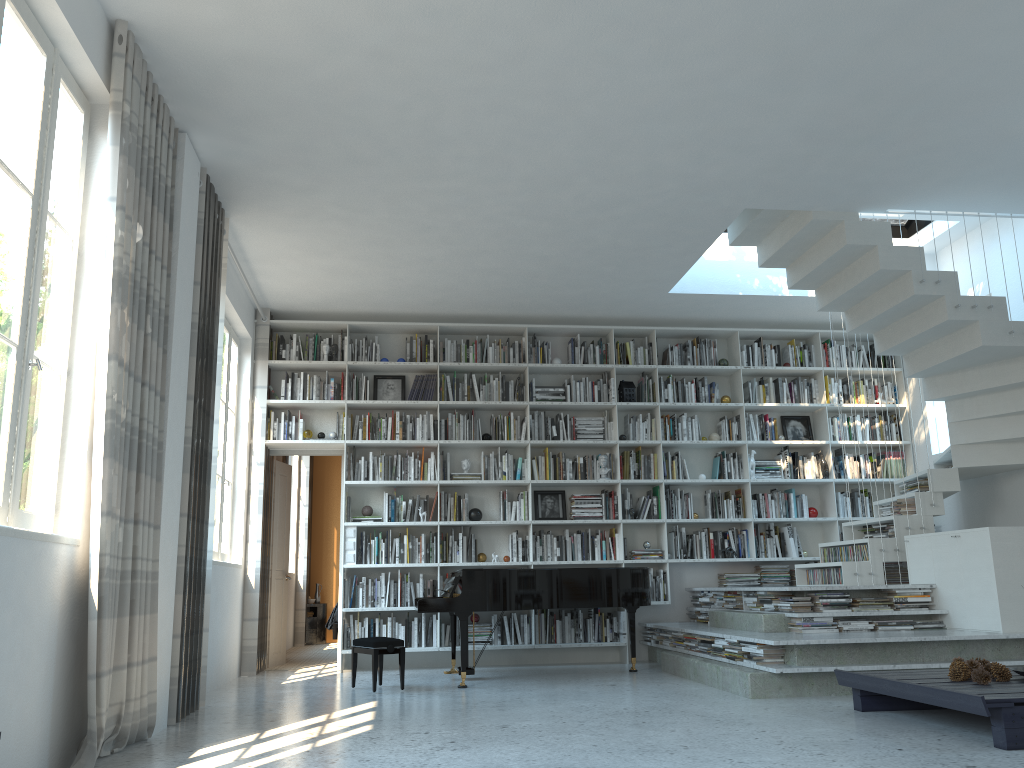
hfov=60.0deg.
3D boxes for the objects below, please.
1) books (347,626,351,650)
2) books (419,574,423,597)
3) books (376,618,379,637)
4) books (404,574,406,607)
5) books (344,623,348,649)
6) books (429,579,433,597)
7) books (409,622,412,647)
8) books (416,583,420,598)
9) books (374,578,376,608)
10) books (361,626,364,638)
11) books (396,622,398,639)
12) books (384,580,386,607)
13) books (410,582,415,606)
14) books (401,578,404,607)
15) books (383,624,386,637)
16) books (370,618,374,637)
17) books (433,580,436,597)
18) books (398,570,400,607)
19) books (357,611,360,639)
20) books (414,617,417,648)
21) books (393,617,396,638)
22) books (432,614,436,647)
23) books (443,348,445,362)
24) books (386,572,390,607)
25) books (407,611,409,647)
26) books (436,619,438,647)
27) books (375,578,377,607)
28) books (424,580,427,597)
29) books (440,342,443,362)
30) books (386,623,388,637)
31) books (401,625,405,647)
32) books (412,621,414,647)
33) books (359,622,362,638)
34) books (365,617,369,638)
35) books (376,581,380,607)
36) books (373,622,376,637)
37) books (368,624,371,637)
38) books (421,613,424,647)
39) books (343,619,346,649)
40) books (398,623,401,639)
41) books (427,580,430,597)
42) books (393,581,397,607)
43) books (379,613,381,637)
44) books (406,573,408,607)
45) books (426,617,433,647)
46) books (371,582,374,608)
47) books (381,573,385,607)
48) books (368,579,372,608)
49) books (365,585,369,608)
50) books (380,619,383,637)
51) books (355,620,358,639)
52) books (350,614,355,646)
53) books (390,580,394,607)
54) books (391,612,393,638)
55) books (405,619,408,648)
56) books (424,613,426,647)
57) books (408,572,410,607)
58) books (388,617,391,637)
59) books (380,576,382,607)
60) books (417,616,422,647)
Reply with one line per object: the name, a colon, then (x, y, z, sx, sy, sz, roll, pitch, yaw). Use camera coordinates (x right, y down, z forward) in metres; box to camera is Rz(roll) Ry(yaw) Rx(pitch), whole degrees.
books: (-1.437, 2.236, 7.815, 0.029, 0.190, 0.177, 0, -13, -7)
books: (-0.822, 1.859, 8.005, 0.025, 0.287, 0.131, 0, -12, -7)
books: (-1.196, 2.211, 7.875, 0.027, 0.256, 0.160, 0, -13, -7)
books: (-0.963, 1.861, 7.991, 0.013, 0.283, 0.139, 0, -13, -7)
books: (-1.466, 2.229, 7.840, 0.023, 0.215, 0.159, 0, -13, -7)
books: (-0.732, 1.886, 8.012, 0.026, 0.235, 0.141, 0, -13, -7)
books: (-0.908, 2.236, 7.914, 0.024, 0.213, 0.137, 0, -13, -7)
books: (-0.849, 1.902, 8.001, 0.030, 0.202, 0.142, 0, -13, -7)
books: (-1.225, 1.865, 7.928, 0.013, 0.256, 0.190, 0, -13, -7)
books: (-1.321, 2.244, 7.850, 0.022, 0.185, 0.145, 0, -13, -7)
books: (-1.022, 2.228, 7.878, 0.021, 0.217, 0.191, 0, -13, -7)
books: (-1.138, 1.883, 7.959, 0.012, 0.232, 0.149, 0, -13, -7)
books: (-0.890, 1.891, 7.979, 0.059, 0.215, 0.177, 0, -13, -7)
books: (-0.984, 1.874, 7.983, 0.029, 0.254, 0.153, 0, -13, -7)
books: (-1.130, 2.234, 7.859, 0.030, 0.201, 0.168, 0, -13, -7)
books: (-1.243, 2.214, 7.873, 0.022, 0.251, 0.140, 0, -13, -7)
books: (-0.703, 1.887, 8.007, 0.030, 0.230, 0.151, 0, -13, -7)
books: (-1.014, 1.834, 7.961, 0.014, 0.324, 0.171, 0, -13, -7)
books: (-1.360, 2.178, 7.857, 0.011, 0.318, 0.158, 0, -13, -7)
books: (-0.859, 2.213, 7.910, 0.027, 0.255, 0.179, 0, -13, -7)
books: (-1.046, 2.204, 7.881, 0.025, 0.265, 0.160, 0, -13, -7)
books: (-0.697, 2.208, 7.948, 0.027, 0.275, 0.144, 0, -13, -7)
books: (-0.654, -0.240, 8.489, 0.024, 0.182, 0.133, 0, -13, -7)
books: (-1.111, 1.842, 7.950, 0.039, 0.306, 0.172, 0, -13, -7)
books: (-0.927, 2.189, 7.923, 0.013, 0.309, 0.131, 0, -12, -7)
books: (-0.670, 2.219, 7.905, 0.017, 0.232, 0.213, 0, -13, -7)
books: (-1.213, 1.866, 7.924, 0.010, 0.252, 0.178, 0, -13, -7)
books: (-0.784, 1.891, 8.011, 0.030, 0.226, 0.140, 0, -13, -7)
books: (-0.678, -0.270, 8.476, 0.029, 0.237, 0.156, 0, -13, -7)
books: (-1.112, 2.236, 7.892, 0.014, 0.210, 0.146, 0, -13, -7)
books: (-0.967, 2.241, 7.874, 0.031, 0.187, 0.190, 0, -13, -7)
books: (-0.884, 2.228, 7.906, 0.022, 0.224, 0.141, 0, -13, -7)
books: (-1.342, 2.222, 7.844, 0.022, 0.225, 0.155, 0, -13, -7)
books: (-1.285, 2.202, 7.850, 0.023, 0.265, 0.177, 0, -13, -7)
books: (-1.196, 1.881, 7.937, 0.028, 0.228, 0.158, 0, -13, -7)
books: (-1.220, 2.227, 7.862, 0.022, 0.220, 0.163, 0, -13, -7)
books: (-1.264, 2.235, 7.862, 0.022, 0.205, 0.159, 0, -13, -7)
books: (-0.795, 2.192, 7.916, 0.021, 0.295, 0.188, 0, -13, -7)
books: (-1.484, 2.210, 7.842, 0.012, 0.253, 0.161, 0, -13, -7)
books: (-0.998, 2.234, 7.879, 0.028, 0.206, 0.171, 0, -13, -7)
books: (-0.752, 1.881, 7.974, 0.023, 0.227, 0.190, 0, -13, -7)
books: (-1.049, 1.887, 7.966, 0.028, 0.224, 0.134, 0, -13, -7)
books: (-1.175, 2.186, 7.868, 0.013, 0.300, 0.184, 0, -13, -7)
books: (-0.945, 1.855, 7.983, 0.022, 0.290, 0.138, 0, -12, -7)
books: (-0.743, 2.217, 7.938, 0.065, 0.255, 0.156, 0, -13, -7)
books: (-1.245, 1.881, 7.920, 0.028, 0.222, 0.189, 0, -13, -7)
books: (-1.158, 1.850, 7.961, 0.027, 0.299, 0.142, 0, -13, -7)
books: (-1.273, 1.876, 7.952, 0.022, 0.247, 0.134, 0, -13, -7)
books: (-1.296, 1.899, 7.940, 0.025, 0.199, 0.137, 0, -13, -7)
books: (-1.160, 2.218, 7.884, 0.022, 0.246, 0.135, 0, -13, -7)
books: (-1.377, 2.214, 7.850, 0.024, 0.246, 0.143, 0, -13, -7)
books: (-1.410, 2.189, 7.844, 0.044, 0.293, 0.181, 0, -13, -7)
books: (-1.079, 1.881, 7.968, 0.031, 0.238, 0.132, 0, -13, -7)
books: (-1.068, 2.190, 7.900, 0.014, 0.303, 0.140, 0, -12, -7)
books: (-0.941, 2.214, 7.884, 0.023, 0.243, 0.188, 0, -13, -7)
books: (-0.779, 2.188, 7.916, 0.012, 0.303, 0.166, 0, -13, -7)
books: (-0.927, 1.849, 7.981, 0.013, 0.300, 0.173, 0, -13, -7)
books: (-1.087, 2.204, 7.875, 0.031, 0.265, 0.187, 0, -13, -7)
books: (-1.178, 1.864, 7.963, 0.013, 0.273, 0.146, 0, -13, -7)
books: (-0.829, 2.214, 7.937, 0.040, 0.263, 0.137, 0, -13, -7)
